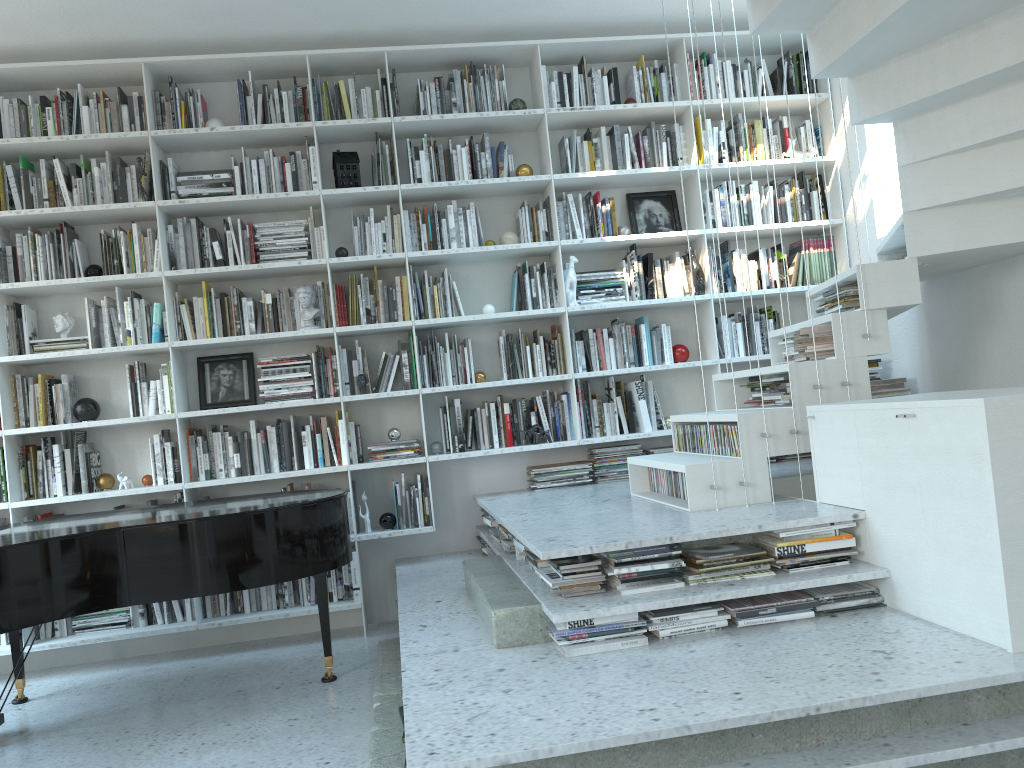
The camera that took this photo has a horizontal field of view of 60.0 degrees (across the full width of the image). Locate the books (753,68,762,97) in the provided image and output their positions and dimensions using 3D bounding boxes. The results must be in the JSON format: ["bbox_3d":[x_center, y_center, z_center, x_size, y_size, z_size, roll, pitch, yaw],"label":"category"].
[{"bbox_3d":[1.445,-1.744,5.285,0.057,0.212,0.163,-6,-1,-8],"label":"books"}]

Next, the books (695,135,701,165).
[{"bbox_3d":[1.047,-1.379,5.152,0.036,0.293,0.135,-6,-1,-8],"label":"books"}]

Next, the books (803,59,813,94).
[{"bbox_3d":[1.747,-1.793,5.323,0.014,0.248,0.185,-6,-1,-8],"label":"books"}]

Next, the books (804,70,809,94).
[{"bbox_3d":[1.727,-1.758,5.316,0.036,0.183,0.161,-6,-1,-8],"label":"books"}]

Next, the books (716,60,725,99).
[{"bbox_3d":[1.213,-1.753,5.255,0.027,0.275,0.148,-6,-1,-8],"label":"books"}]

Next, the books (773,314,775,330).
[{"bbox_3d":[1.526,-0.289,5.252,0.014,0.237,0.146,-6,-1,-8],"label":"books"}]

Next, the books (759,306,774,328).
[{"bbox_3d":[1.513,-0.311,5.243,0.011,0.284,0.161,-6,-1,-8],"label":"books"}]

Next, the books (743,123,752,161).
[{"bbox_3d":[1.352,-1.384,5.186,0.022,0.242,0.144,-6,-1,-8],"label":"books"}]

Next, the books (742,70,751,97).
[{"bbox_3d":[1.369,-1.735,5.275,0.026,0.208,0.163,-6,-1,-8],"label":"books"}]

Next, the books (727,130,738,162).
[{"bbox_3d":[1.272,-1.360,5.179,0.025,0.211,0.135,-6,-1,-8],"label":"books"}]

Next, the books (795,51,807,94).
[{"bbox_3d":[1.699,-1.808,5.299,0.014,0.286,0.190,-6,-1,-8],"label":"books"}]

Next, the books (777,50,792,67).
[{"bbox_3d":[1.647,-1.815,5.319,0.014,0.313,0.162,-6,-1,-8],"label":"books"}]

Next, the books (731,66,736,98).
[{"bbox_3d":[1.285,-1.741,5.258,0.011,0.236,0.148,-6,-1,-8],"label":"books"}]

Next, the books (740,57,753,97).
[{"bbox_3d":[1.392,-1.775,5.286,0.012,0.285,0.159,-6,-1,-8],"label":"books"}]

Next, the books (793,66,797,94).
[{"bbox_3d":[1.668,-1.772,5.328,0.021,0.223,0.131,-6,-1,-8],"label":"books"}]

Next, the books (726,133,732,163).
[{"bbox_3d":[1.237,-1.349,5.208,0.038,0.199,0.170,-6,-1,-8],"label":"books"}]

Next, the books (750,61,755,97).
[{"bbox_3d":[1.406,-1.766,5.283,0.015,0.263,0.143,-6,-1,-8],"label":"books"}]

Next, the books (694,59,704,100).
[{"bbox_3d":[1.088,-1.746,5.228,0.013,0.286,0.150,-6,-1,-8],"label":"books"}]

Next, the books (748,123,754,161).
[{"bbox_3d":[1.369,-1.383,5.189,0.012,0.237,0.165,-6,-1,-8],"label":"books"}]

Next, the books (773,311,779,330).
[{"bbox_3d":[1.546,-0.299,5.259,0.012,0.254,0.161,-6,-1,-8],"label":"books"}]

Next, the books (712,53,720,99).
[{"bbox_3d":[1.180,-1.765,5.241,0.012,0.306,0.184,-6,-1,-8],"label":"books"}]

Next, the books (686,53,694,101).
[{"bbox_3d":[1.020,-1.753,5.209,0.011,0.313,0.172,-6,-1,-8],"label":"books"}]

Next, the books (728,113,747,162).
[{"bbox_3d":[1.316,-1.408,5.172,0.022,0.296,0.152,-6,-1,-8],"label":"books"}]

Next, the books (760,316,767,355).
[{"bbox_3d":[1.456,-0.278,5.237,0.014,0.230,0.172,-6,-1,-8],"label":"books"}]

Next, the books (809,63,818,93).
[{"bbox_3d":[1.769,-1.790,5.313,0.025,0.237,0.187,-6,-1,-8],"label":"books"}]

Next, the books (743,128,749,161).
[{"bbox_3d":[1.337,-1.364,5.177,0.014,0.206,0.184,-6,-1,-8],"label":"books"}]

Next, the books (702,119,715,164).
[{"bbox_3d":[1.117,-1.371,5.130,0.026,0.263,0.189,-6,-1,-8],"label":"books"}]

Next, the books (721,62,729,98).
[{"bbox_3d":[1.239,-1.747,5.254,0.022,0.259,0.163,-6,-1,-8],"label":"books"}]

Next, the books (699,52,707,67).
[{"bbox_3d":[1.131,-1.773,5.247,0.014,0.331,0.143,-6,-1,-8],"label":"books"}]

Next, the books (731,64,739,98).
[{"bbox_3d":[1.302,-1.749,5.271,0.027,0.249,0.154,-6,-1,-8],"label":"books"}]

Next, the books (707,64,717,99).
[{"bbox_3d":[1.155,-1.732,5.235,0.023,0.243,0.182,-6,-1,-8],"label":"books"}]

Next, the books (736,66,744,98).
[{"bbox_3d":[1.329,-1.745,5.267,0.025,0.237,0.143,-6,-1,-8],"label":"books"}]

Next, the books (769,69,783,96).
[{"bbox_3d":[1.559,-1.747,5.284,0.024,0.193,0.186,-6,-1,-8],"label":"books"}]

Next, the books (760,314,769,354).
[{"bbox_3d":[1.473,-0.285,5.256,0.027,0.242,0.131,-6,-1,-8],"label":"books"}]

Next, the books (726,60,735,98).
[{"bbox_3d":[1.264,-1.753,5.258,0.029,0.264,0.179,-6,-1,-8],"label":"books"}]

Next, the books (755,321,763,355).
[{"bbox_3d":[1.423,-0.260,5.238,0.027,0.201,0.164,-6,-1,-8],"label":"books"}]

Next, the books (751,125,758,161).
[{"bbox_3d":[1.384,-1.377,5.181,0.013,0.222,0.174,-6,-1,-8],"label":"books"}]

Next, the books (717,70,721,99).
[{"bbox_3d":[1.194,-1.744,5.250,0.014,0.260,0.167,-6,-1,-8],"label":"books"}]

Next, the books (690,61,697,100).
[{"bbox_3d":[1.046,-1.736,5.226,0.022,0.275,0.160,-6,-1,-8],"label":"books"}]

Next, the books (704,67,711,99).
[{"bbox_3d":[1.122,-1.721,5.222,0.022,0.229,0.175,-6,-1,-8],"label":"books"}]

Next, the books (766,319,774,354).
[{"bbox_3d":[1.502,-0.271,5.232,0.021,0.205,0.174,-6,-1,-8],"label":"books"}]

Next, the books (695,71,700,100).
[{"bbox_3d":[1.071,-1.712,5.239,0.025,0.223,0.137,-6,-1,-8],"label":"books"}]

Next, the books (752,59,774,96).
[{"bbox_3d":[1.506,-1.783,5.305,0.069,0.277,0.132,-6,-1,-8],"label":"books"}]

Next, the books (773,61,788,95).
[{"bbox_3d":[1.599,-1.778,5.308,0.068,0.247,0.160,-6,-1,-8],"label":"books"}]

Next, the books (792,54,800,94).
[{"bbox_3d":[1.681,-1.808,5.328,0.012,0.292,0.140,-6,-1,-8],"label":"books"}]

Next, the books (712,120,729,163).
[{"bbox_3d":[1.210,-1.380,5.164,0.023,0.263,0.158,-6,-1,-8],"label":"books"}]

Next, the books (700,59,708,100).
[{"bbox_3d":[1.104,-1.740,5.217,0.012,0.269,0.184,-6,-1,-8],"label":"books"}]

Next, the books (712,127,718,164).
[{"bbox_3d":[1.154,-1.355,5.146,0.049,0.223,0.161,-6,-1,-8],"label":"books"}]

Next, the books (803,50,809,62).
[{"bbox_3d":[1.780,-1.831,5.347,0.014,0.319,0.144,-6,-1,-8],"label":"books"}]

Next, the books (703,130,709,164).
[{"bbox_3d":[1.094,-1.340,5.134,0.024,0.205,0.166,-6,-1,-8],"label":"books"}]

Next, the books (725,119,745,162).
[{"bbox_3d":[1.296,-1.384,5.164,0.023,0.253,0.189,-6,-1,-8],"label":"books"}]

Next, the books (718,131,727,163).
[{"bbox_3d":[1.192,-1.344,5.145,0.024,0.193,0.190,-6,-1,-8],"label":"books"}]

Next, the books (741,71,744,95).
[{"bbox_3d":[1.347,-1.741,5.286,0.014,0.226,0.133,-6,-1,-8],"label":"books"}]

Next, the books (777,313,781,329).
[{"bbox_3d":[1.560,-0.293,5.256,0.013,0.240,0.166,-6,-1,-8],"label":"books"}]

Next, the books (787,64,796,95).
[{"bbox_3d":[1.643,-1.767,5.294,0.012,0.216,0.192,-6,-1,-8],"label":"books"}]

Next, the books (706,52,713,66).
[{"bbox_3d":[1.166,-1.774,5.254,0.012,0.326,0.151,-6,-1,-8],"label":"books"}]

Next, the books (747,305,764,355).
[{"bbox_3d":[1.438,-0.310,5.242,0.013,0.297,0.141,-6,-1,-8],"label":"books"}]

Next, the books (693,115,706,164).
[{"bbox_3d":[1.073,-1.382,5.132,0.010,0.294,0.183,-6,-1,-8],"label":"books"}]

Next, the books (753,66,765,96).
[{"bbox_3d":[1.475,-1.759,5.303,0.010,0.235,0.131,-6,-1,-8],"label":"books"}]
